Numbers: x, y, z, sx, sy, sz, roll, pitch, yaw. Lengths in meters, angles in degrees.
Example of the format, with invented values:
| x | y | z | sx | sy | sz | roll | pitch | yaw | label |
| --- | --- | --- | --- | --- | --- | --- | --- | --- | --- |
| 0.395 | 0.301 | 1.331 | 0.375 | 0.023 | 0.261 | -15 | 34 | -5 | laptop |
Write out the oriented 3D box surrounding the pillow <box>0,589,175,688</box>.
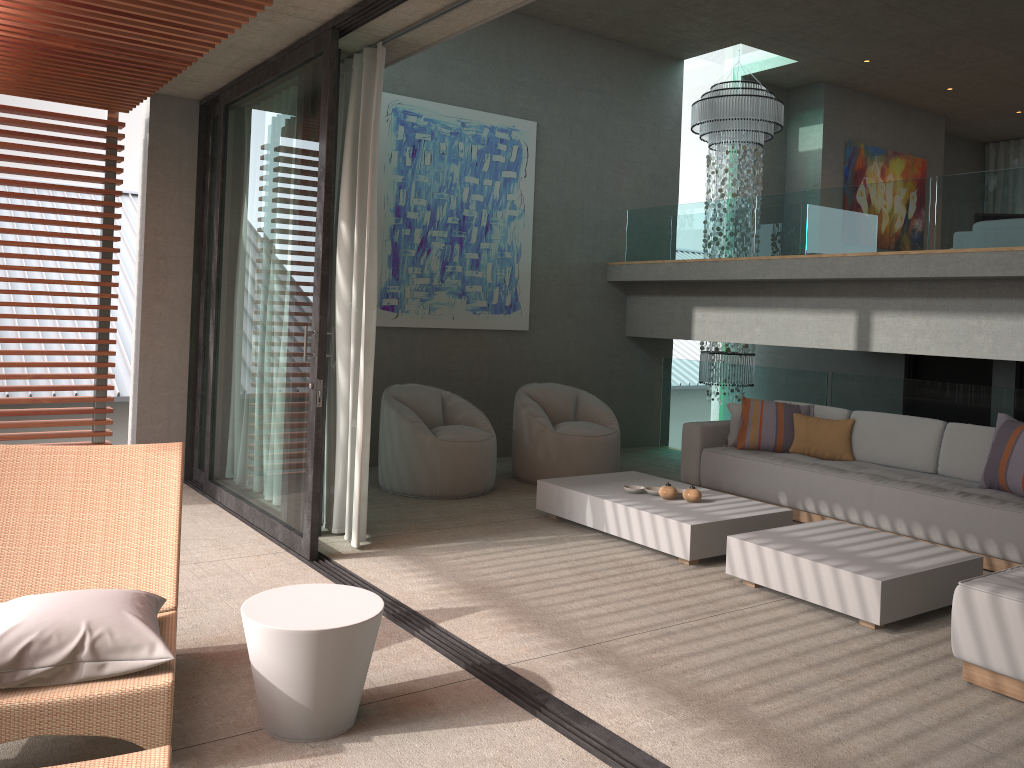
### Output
| x | y | z | sx | sy | sz | roll | pitch | yaw | label |
| --- | --- | --- | --- | --- | --- | --- | --- | --- | --- |
| -1.389 | 0.774 | 2.778 | 0.595 | 0.194 | 0.595 | 0 | 4 | -24 | pillow |

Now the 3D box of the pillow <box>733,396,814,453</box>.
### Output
| x | y | z | sx | sy | sz | roll | pitch | yaw | label |
| --- | --- | --- | --- | --- | --- | --- | --- | --- | --- |
| 2.066 | 0.331 | 6.964 | 0.655 | 0.442 | 0.340 | 3 | 2 | 9 | pillow |

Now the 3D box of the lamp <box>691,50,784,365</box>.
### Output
| x | y | z | sx | sy | sz | roll | pitch | yaw | label |
| --- | --- | --- | --- | --- | --- | --- | --- | --- | --- |
| 2.456 | -1.755 | 9.843 | 1.001 | 3.940 | 0.998 | 2 | 0 | 35 | lamp |

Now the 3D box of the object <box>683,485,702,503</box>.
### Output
| x | y | z | sx | sy | sz | roll | pitch | yaw | label |
| --- | --- | --- | --- | --- | --- | --- | --- | --- | --- |
| 1.137 | 0.690 | 5.569 | 0.119 | 0.106 | 0.120 | 2 | 2 | -1 | object |

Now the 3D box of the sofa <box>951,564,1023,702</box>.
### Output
| x | y | z | sx | sy | sz | roll | pitch | yaw | label |
| --- | --- | --- | --- | --- | --- | --- | --- | --- | --- |
| 2.673 | 0.831 | 3.540 | 1.595 | 0.733 | 1.016 | 0 | 4 | -35 | sofa |

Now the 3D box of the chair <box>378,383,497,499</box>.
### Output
| x | y | z | sx | sy | sz | roll | pitch | yaw | label |
| --- | --- | --- | --- | --- | --- | --- | --- | --- | --- |
| -0.577 | 0.422 | 6.948 | 0.921 | 0.787 | 0.923 | 1 | 3 | -31 | chair |

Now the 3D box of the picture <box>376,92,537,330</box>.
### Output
| x | y | z | sx | sy | sz | roll | pitch | yaw | label |
| --- | --- | --- | --- | --- | --- | --- | --- | --- | --- |
| -0.509 | -1.540 | 8.198 | 1.718 | 2.049 | 0.030 | 1 | 0 | -35 | picture |

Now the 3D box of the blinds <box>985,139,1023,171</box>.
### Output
| x | y | z | sx | sy | sz | roll | pitch | yaw | label |
| --- | --- | --- | --- | --- | --- | --- | --- | --- | --- |
| 8.294 | -2.159 | 12.016 | 0.223 | 2.727 | 3.859 | 2 | 2 | -35 | blinds |

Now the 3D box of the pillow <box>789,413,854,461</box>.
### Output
| x | y | z | sx | sy | sz | roll | pitch | yaw | label |
| --- | --- | --- | --- | --- | --- | --- | --- | --- | --- |
| 2.363 | 0.406 | 6.750 | 0.464 | 0.325 | 0.226 | 3 | 1 | 18 | pillow |

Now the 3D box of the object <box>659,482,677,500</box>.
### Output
| x | y | z | sx | sy | sz | roll | pitch | yaw | label |
| --- | --- | --- | --- | --- | --- | --- | --- | --- | --- |
| 0.994 | 0.679 | 5.629 | 0.119 | 0.106 | 0.120 | 1 | 3 | -31 | object |

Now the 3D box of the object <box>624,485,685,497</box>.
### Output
| x | y | z | sx | sy | sz | roll | pitch | yaw | label |
| --- | --- | --- | --- | --- | --- | --- | --- | --- | --- |
| 0.945 | 0.702 | 5.754 | 0.437 | 0.040 | 0.155 | 3 | 4 | 11 | object |

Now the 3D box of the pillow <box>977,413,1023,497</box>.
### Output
| x | y | z | sx | sy | sz | roll | pitch | yaw | label |
| --- | --- | --- | --- | --- | --- | --- | --- | --- | --- |
| 3.172 | 0.465 | 5.437 | 0.311 | 0.494 | 0.739 | 2 | 3 | -12 | pillow |

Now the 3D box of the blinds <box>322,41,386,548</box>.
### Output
| x | y | z | sx | sy | sz | roll | pitch | yaw | label |
| --- | --- | --- | --- | --- | --- | --- | --- | --- | --- |
| -1.462 | -0.626 | 6.086 | 0.223 | 2.924 | 2.431 | 2 | 1 | -35 | blinds |

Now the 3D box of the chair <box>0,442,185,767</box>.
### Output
| x | y | z | sx | sy | sz | roll | pitch | yaw | label |
| --- | --- | --- | --- | --- | --- | --- | --- | --- | --- |
| -1.304 | 0.747 | 2.450 | 0.699 | 0.826 | 2.302 | 2 | 4 | -20 | chair |

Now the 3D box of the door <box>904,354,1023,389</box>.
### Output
| x | y | z | sx | sy | sz | roll | pitch | yaw | label |
| --- | --- | --- | --- | --- | --- | --- | --- | --- | --- |
| 2.904 | 0.715 | 0.569 | 5.783 | 4.471 | 15.333 | 4 | 4 | 27 | door |

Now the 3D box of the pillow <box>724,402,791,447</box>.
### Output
| x | y | z | sx | sy | sz | roll | pitch | yaw | label |
| --- | --- | --- | --- | --- | --- | --- | --- | --- | --- |
| 2.003 | 0.356 | 7.151 | 0.618 | 0.420 | 0.311 | 2 | 1 | 2 | pillow |

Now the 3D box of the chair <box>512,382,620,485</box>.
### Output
| x | y | z | sx | sy | sz | roll | pitch | yaw | label |
| --- | --- | --- | --- | --- | --- | --- | --- | --- | --- |
| 0.467 | 0.415 | 7.566 | 0.921 | 0.787 | 0.923 | 2 | 3 | -11 | chair |

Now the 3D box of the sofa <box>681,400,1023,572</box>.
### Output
| x | y | z | sx | sy | sz | roll | pitch | yaw | label |
| --- | --- | --- | --- | --- | --- | --- | --- | --- | --- |
| 2.759 | 0.631 | 5.982 | 1.048 | 0.752 | 3.470 | 0 | 5 | -35 | sofa |

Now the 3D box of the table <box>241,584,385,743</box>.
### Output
| x | y | z | sx | sy | sz | roll | pitch | yaw | label |
| --- | --- | --- | --- | --- | --- | --- | --- | --- | --- |
| -0.680 | 0.946 | 2.998 | 0.476 | 0.393 | 0.475 | 4 | 3 | 36 | table |

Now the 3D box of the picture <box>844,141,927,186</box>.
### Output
| x | y | z | sx | sy | sz | roll | pitch | yaw | label |
| --- | --- | --- | --- | --- | --- | --- | --- | --- | --- |
| 4.768 | -2.348 | 11.254 | 1.749 | 1.250 | 0.030 | 0 | 1 | -35 | picture |
